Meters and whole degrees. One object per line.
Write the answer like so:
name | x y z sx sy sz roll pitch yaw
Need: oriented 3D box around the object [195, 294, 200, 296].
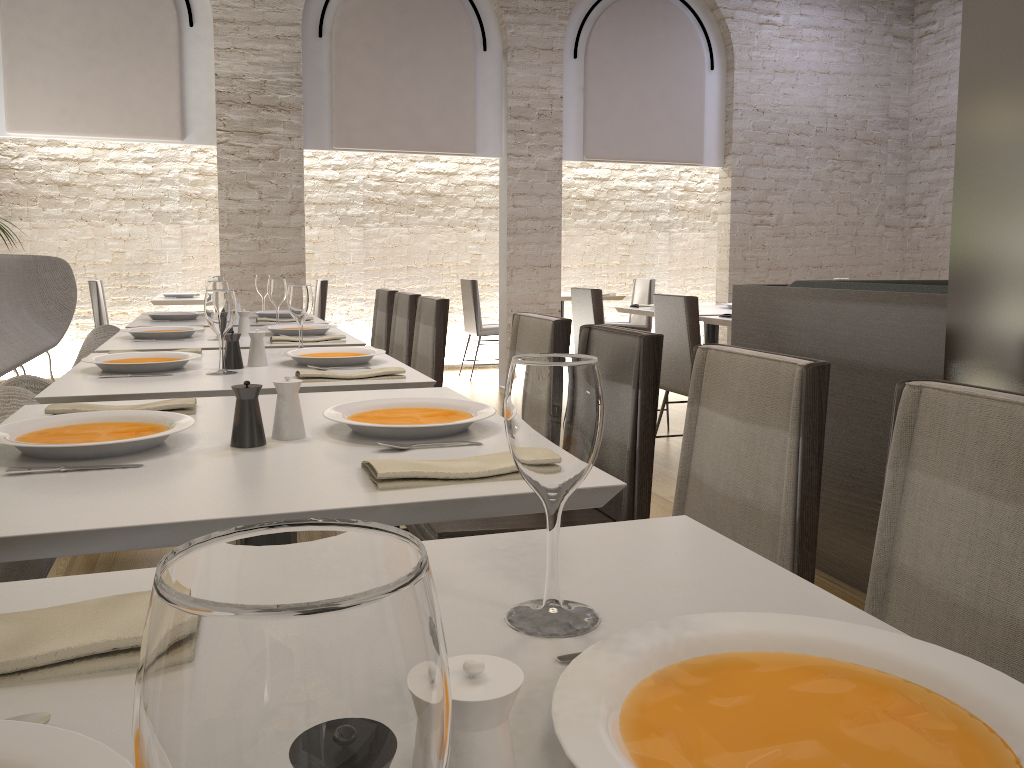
object | -2.849 -0.770 7.670 0.273 0.033 0.143 -2 8 -19

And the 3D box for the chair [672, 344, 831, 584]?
chair | 0.228 0.399 1.615 0.566 0.902 0.413 -2 6 -19

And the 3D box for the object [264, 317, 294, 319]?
object | -1.211 -0.345 4.651 0.181 0.015 0.038 -2 8 -17

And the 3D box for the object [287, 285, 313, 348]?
object | -0.702 -0.213 2.940 0.086 0.230 0.086 1 6 11

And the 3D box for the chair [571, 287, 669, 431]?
chair | 0.689 -0.165 5.700 0.566 0.902 0.413 -2 6 -19

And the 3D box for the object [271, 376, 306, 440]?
object | -0.394 0.040 1.561 0.059 0.109 0.059 -3 7 -27

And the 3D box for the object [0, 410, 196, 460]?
object | -0.699 0.088 1.485 0.322 0.036 0.322 -6 10 -40

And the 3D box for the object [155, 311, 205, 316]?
object | -1.867 -0.394 4.984 0.273 0.033 0.143 -2 8 -19

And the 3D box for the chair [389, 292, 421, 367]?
chair | -0.769 -0.013 4.555 0.566 0.902 0.413 -2 6 -19

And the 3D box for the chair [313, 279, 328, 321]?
chair | -1.880 -0.448 7.663 0.566 0.902 0.413 -2 6 -19

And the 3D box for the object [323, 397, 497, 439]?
object | -0.189 0.067 1.654 0.322 0.036 0.322 -6 10 -40

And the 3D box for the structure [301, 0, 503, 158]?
structure | -0.851 -2.683 7.046 1.634 1.668 0.098 -2 6 -19

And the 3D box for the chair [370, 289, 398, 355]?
chair | -0.954 -0.089 5.099 0.566 0.902 0.413 -2 6 -19

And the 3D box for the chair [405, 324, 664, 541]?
chair | 0.039 0.321 2.171 0.566 0.902 0.413 -2 6 -19

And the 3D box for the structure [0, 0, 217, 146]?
structure | -2.993 -2.592 6.325 1.634 1.668 0.098 -2 6 -19

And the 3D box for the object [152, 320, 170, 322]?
object | -1.720 -0.321 4.482 0.185 0.010 0.017 -2 8 -18

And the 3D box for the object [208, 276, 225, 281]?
object | -1.510 -0.436 4.529 0.086 0.230 0.086 1 6 11

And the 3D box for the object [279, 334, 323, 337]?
object | -0.846 -0.194 3.576 0.181 0.015 0.038 -2 8 -17

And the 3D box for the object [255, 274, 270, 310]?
object | -1.413 -0.506 5.038 0.086 0.230 0.086 1 6 11

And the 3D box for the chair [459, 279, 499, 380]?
chair | -0.171 -0.521 8.238 0.566 0.902 0.413 -2 6 -19

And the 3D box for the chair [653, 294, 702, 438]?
chair | 1.053 -0.016 4.630 0.566 0.902 0.413 -2 6 -19

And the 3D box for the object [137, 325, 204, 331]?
object | -1.502 -0.244 3.909 0.273 0.033 0.143 -2 8 -19

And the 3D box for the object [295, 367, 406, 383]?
object | -0.434 -0.026 2.370 0.273 0.033 0.143 -2 8 -19

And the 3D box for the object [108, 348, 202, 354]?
object | -1.149 -0.098 2.868 0.273 0.033 0.143 -2 8 -19

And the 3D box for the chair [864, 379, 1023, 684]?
chair | 0.410 0.474 1.079 0.566 0.902 0.413 -2 6 -19

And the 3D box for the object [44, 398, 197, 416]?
object | -0.792 0.049 1.814 0.273 0.033 0.143 -2 8 -19

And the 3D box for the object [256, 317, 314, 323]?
object | -1.151 -0.322 4.486 0.273 0.033 0.143 -2 8 -19

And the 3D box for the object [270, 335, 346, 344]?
object | -0.786 -0.172 3.411 0.273 0.033 0.143 -2 8 -19

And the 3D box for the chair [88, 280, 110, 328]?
chair | -3.123 -0.395 7.245 0.566 0.902 0.413 -2 6 -19

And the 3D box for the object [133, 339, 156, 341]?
object | -1.355 -0.170 3.406 0.185 0.010 0.017 -2 8 -18

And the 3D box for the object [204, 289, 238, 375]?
object | -0.798 -0.143 2.431 0.086 0.230 0.086 1 6 11

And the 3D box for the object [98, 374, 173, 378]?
object | -1.003 -0.025 2.366 0.185 0.010 0.017 -2 8 -18

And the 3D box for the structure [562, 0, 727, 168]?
structure | 1.157 -2.768 7.721 1.634 1.668 0.098 -2 6 -19

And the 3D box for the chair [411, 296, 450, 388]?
chair | -0.590 0.061 4.026 0.566 0.902 0.413 -2 6 -19

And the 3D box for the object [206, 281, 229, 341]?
object | -1.149 -0.287 3.466 0.086 0.230 0.086 1 6 11

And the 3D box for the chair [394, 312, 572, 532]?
chair | -0.139 0.247 2.697 0.566 0.902 0.413 -2 6 -19

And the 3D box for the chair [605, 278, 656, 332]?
chair | 1.072 -0.573 8.656 0.566 0.902 0.413 -2 6 -19

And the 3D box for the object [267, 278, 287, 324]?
object | -1.053 -0.358 3.975 0.086 0.230 0.086 1 6 11

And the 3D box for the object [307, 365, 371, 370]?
object | -0.493 -0.049 2.535 0.181 0.015 0.038 -2 8 -17

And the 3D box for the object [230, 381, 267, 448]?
object | -0.446 0.048 1.495 0.059 0.109 0.059 -3 7 -27
